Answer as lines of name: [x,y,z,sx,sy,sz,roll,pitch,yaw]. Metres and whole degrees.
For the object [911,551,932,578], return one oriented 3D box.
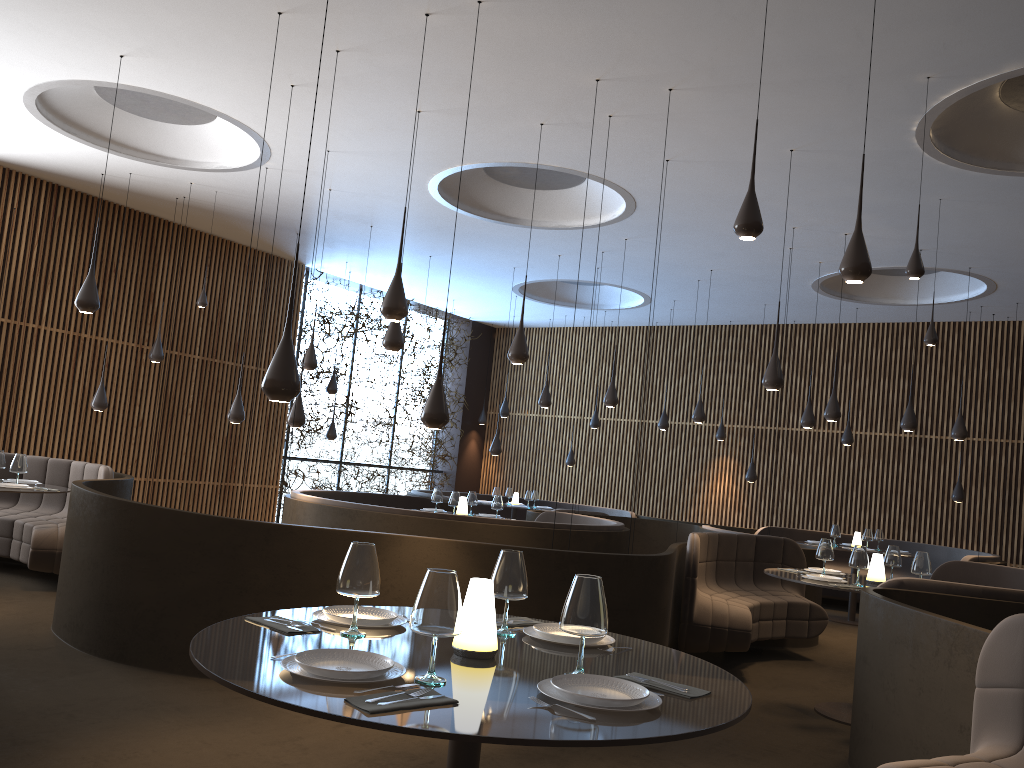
object: [3.040,1.396,6.587,0.142,0.295,0.142,9,-6,-37]

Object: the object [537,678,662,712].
object: [0.232,0.826,2.355,0.332,0.014,0.332,7,-6,-15]

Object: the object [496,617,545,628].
object: [0.001,0.915,3.399,0.126,0.017,0.262,0,-8,45]

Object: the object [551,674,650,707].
object: [0.233,0.817,2.356,0.263,0.029,0.263,9,-7,-31]

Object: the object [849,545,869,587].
object: [2.569,1.346,6.566,0.142,0.295,0.142,6,-4,-5]

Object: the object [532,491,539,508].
object: [0.406,2.039,15.713,0.142,0.295,0.142,7,-5,-11]

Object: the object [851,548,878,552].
object: [4.742,2.239,11.933,0.332,0.014,0.332,8,-6,-23]

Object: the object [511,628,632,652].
object: [0.207,0.907,3.171,0.410,0.012,0.205,1,-7,41]

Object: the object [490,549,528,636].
object: [-0.014,0.745,3.173,0.142,0.295,0.142,3,-5,33]

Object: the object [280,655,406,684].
object: [-0.448,0.758,2.364,0.332,0.014,0.332,11,-8,-44]

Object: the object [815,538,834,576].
object: [2.527,1.401,7.162,0.142,0.295,0.142,3,-5,35]

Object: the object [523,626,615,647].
object: [0.203,0.905,3.174,0.331,0.014,0.333,2,-7,35]

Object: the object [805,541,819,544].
object: [4.352,2.272,12.655,0.331,0.014,0.333,3,-6,22]

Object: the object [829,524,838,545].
object: [4.681,2.188,12.860,0.142,0.295,0.142,8,-5,-24]

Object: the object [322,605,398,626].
object: [-0.533,0.815,3.110,0.263,0.029,0.264,5,-6,5]

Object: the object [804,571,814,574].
object: [2.602,1.568,7.370,0.411,0.012,0.204,8,-6,-25]

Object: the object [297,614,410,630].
object: [-0.531,0.826,3.113,0.204,0.012,0.412,1,-7,39]

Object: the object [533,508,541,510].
object: [0.428,2.110,14.942,0.126,0.017,0.262,6,-6,-4]

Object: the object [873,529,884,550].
object: [5.244,2.226,12.675,0.142,0.295,0.142,7,-5,-18]

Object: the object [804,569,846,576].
object: [2.598,1.567,7.368,0.332,0.014,0.332,8,-6,-20]

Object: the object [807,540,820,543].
object: [4.353,2.262,12.656,0.263,0.029,0.264,1,-8,42]

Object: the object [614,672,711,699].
object: [0.433,0.876,2.576,0.262,0.017,0.127,1,-7,39]

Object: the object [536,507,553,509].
object: [0.562,2.176,15.544,0.331,0.014,0.333,4,-6,20]

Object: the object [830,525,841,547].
object: [4.523,2.126,12.400,0.142,0.295,0.142,4,-5,23]

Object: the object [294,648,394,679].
object: [-0.447,0.749,2.364,0.263,0.029,0.264,3,-6,26]

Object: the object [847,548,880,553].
object: [4.737,2.240,11.933,0.410,0.012,0.205,4,-6,14]

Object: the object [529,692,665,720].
object: [0.229,0.827,2.351,0.204,0.012,0.412,2,-7,35]

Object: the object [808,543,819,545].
object: [4.270,2.242,12.365,0.262,0.017,0.127,5,-6,13]

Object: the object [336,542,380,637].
object: [-0.501,0.667,2.888,0.142,0.295,0.142,4,-5,20]

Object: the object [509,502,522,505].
object: [0.060,2.162,16.007,0.263,0.029,0.264,3,-6,27]

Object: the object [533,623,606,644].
object: [0.204,0.896,3.174,0.263,0.029,0.264,3,-6,26]

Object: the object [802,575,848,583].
object: [2.348,1.471,6.663,0.331,0.014,0.333,2,-7,36]

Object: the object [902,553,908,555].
object: [5.370,2.342,12.316,0.204,0.012,0.412,5,-6,13]

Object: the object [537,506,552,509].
object: [0.563,2.166,15.545,0.263,0.029,0.264,3,-6,23]

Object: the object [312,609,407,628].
object: [-0.534,0.824,3.110,0.331,0.014,0.332,0,-8,43]

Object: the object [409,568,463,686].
object: [-0.203,0.646,2.369,0.142,0.295,0.142,8,-5,-31]

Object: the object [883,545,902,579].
object: [3.091,1.462,7.203,0.142,0.295,0.142,6,-4,-9]

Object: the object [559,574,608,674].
object: [0.210,0.710,2.595,0.142,0.295,0.142,5,-4,4]

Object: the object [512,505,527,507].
object: [0.129,2.062,14.937,0.263,0.029,0.264,1,-7,40]

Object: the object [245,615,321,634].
object: [-0.752,0.789,2.903,0.262,0.017,0.127,0,-8,43]

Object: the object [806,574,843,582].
object: [2.349,1.461,6.664,0.263,0.029,0.264,1,-7,40]

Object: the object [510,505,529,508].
object: [0.128,2.071,14.936,0.331,0.014,0.333,4,-6,21]

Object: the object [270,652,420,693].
object: [-0.452,0.760,2.367,0.410,0.012,0.205,0,-8,44]

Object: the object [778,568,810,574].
object: [2.311,1.536,7.279,0.126,0.017,0.262,8,-6,-20]

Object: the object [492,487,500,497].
object: [-0.272,1.924,15.246,0.142,0.295,0.142,3,-5,30]

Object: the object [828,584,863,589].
object: [2.411,1.455,6.367,0.262,0.017,0.126,7,-6,-15]

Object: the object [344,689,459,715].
object: [-0.263,0.761,2.125,0.262,0.017,0.126,11,-7,-41]

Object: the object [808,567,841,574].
object: [2.599,1.557,7.369,0.263,0.029,0.263,8,-6,-17]

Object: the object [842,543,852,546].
object: [4.963,2.354,12.953,0.263,0.029,0.263,8,-6,-19]

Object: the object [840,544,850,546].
object: [4.962,2.363,12.952,0.332,0.014,0.332,7,-6,-16]

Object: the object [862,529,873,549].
object: [4.912,2.150,12.246,0.142,0.295,0.142,8,-5,-27]

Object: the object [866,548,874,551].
object: [4.743,2.230,11.934,0.263,0.029,0.264,3,-6,25]

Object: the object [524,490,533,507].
object: [0.282,1.968,15.130,0.142,0.295,0.142,3,-5,28]

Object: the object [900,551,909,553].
object: [5.371,2.332,12.321,0.263,0.029,0.264,1,-7,39]

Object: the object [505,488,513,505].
object: [-0.054,2.003,15.823,0.142,0.295,0.142,3,-5,35]
